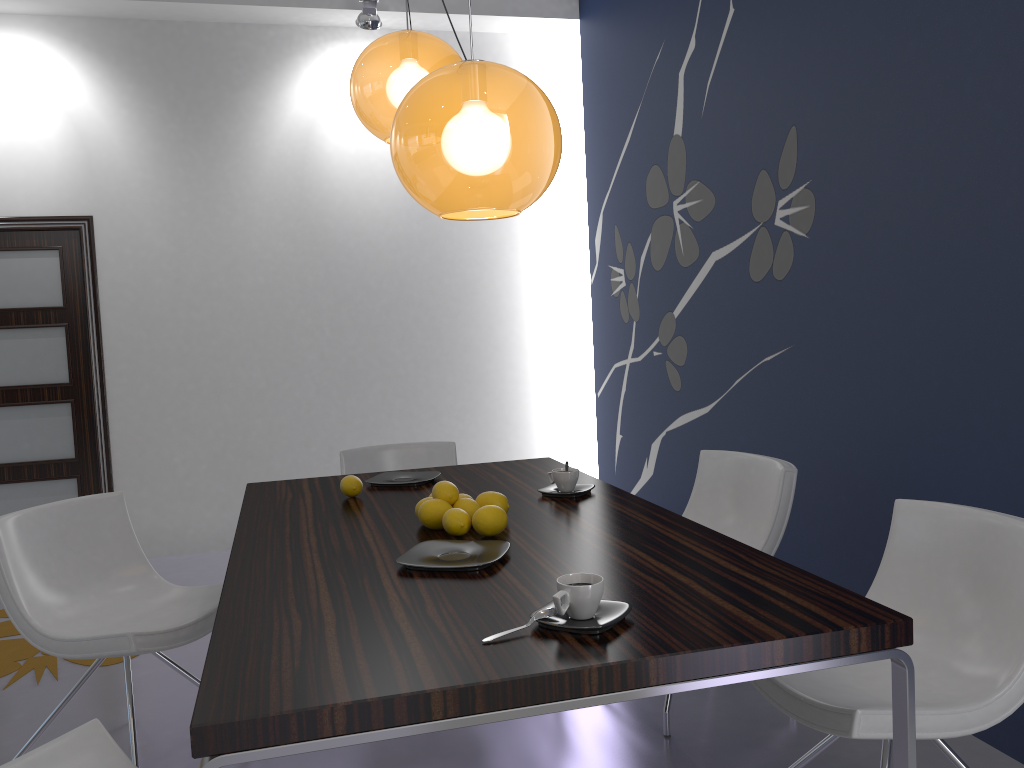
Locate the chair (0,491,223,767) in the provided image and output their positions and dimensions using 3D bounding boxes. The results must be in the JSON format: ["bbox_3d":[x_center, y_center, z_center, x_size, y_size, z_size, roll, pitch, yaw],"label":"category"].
[{"bbox_3d":[-1.207,0.774,2.725,0.620,0.805,0.508,-1,4,21],"label":"chair"}]

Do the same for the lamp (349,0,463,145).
[{"bbox_3d":[-0.330,-1.541,2.577,0.359,1.645,0.358,-3,4,-4],"label":"lamp"}]

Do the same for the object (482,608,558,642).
[{"bbox_3d":[0.016,0.398,1.474,0.155,0.028,0.032,-5,4,-33],"label":"object"}]

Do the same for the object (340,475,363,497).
[{"bbox_3d":[-0.504,0.321,2.782,0.070,0.068,0.083,-3,4,-11],"label":"object"}]

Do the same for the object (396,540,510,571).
[{"bbox_3d":[-0.128,0.381,1.968,0.232,0.020,0.232,-2,4,14],"label":"object"}]

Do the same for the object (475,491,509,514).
[{"bbox_3d":[-0.053,0.323,2.348,0.094,0.077,0.079,-1,4,29],"label":"object"}]

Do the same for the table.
[{"bbox_3d":[-0.123,0.758,2.329,1.127,0.783,2.046,-4,4,-14],"label":"table"}]

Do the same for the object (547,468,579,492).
[{"bbox_3d":[0.153,0.291,2.675,0.101,0.064,0.081,-2,4,10],"label":"object"}]

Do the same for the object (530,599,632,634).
[{"bbox_3d":[0.119,0.397,1.522,0.154,0.020,0.154,-1,4,31],"label":"object"}]

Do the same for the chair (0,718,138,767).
[{"bbox_3d":[-0.889,0.838,1.466,0.620,0.805,0.508,-6,5,-44],"label":"chair"}]

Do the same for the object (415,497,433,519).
[{"bbox_3d":[-0.219,0.335,2.355,0.070,0.068,0.083,1,5,44],"label":"object"}]

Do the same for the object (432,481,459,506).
[{"bbox_3d":[-0.174,0.289,2.325,0.070,0.068,0.083,-3,4,-11],"label":"object"}]

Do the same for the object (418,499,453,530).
[{"bbox_3d":[-0.194,0.333,2.267,0.094,0.080,0.076,-4,4,-13],"label":"object"}]

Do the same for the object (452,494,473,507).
[{"bbox_3d":[-0.137,0.329,2.376,0.070,0.068,0.083,1,5,44],"label":"object"}]

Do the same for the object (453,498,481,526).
[{"bbox_3d":[-0.116,0.332,2.296,0.069,0.071,0.081,-6,5,-37],"label":"object"}]

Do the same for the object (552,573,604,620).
[{"bbox_3d":[0.116,0.367,1.510,0.081,0.064,0.101,-2,4,11],"label":"object"}]

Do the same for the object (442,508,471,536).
[{"bbox_3d":[-0.136,0.341,2.190,0.070,0.068,0.083,-3,4,-11],"label":"object"}]

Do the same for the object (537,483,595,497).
[{"bbox_3d":[0.164,0.322,2.676,0.154,0.020,0.154,-1,4,30],"label":"object"}]

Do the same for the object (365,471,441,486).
[{"bbox_3d":[-0.371,0.325,3.029,0.232,0.020,0.232,-2,4,14],"label":"object"}]

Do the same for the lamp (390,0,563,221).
[{"bbox_3d":[-0.114,-1.337,1.796,0.358,1.974,0.359,-3,4,-9],"label":"lamp"}]

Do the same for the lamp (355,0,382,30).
[{"bbox_3d":[-0.810,-2.239,4.969,0.150,0.511,0.185,-4,4,-14],"label":"lamp"}]

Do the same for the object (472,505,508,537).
[{"bbox_3d":[-0.054,0.334,2.168,0.094,0.077,0.079,-6,5,-41],"label":"object"}]

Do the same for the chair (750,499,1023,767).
[{"bbox_3d":[0.891,0.717,2.032,0.620,0.805,0.508,-4,4,-14],"label":"chair"}]

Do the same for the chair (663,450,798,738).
[{"bbox_3d":[0.629,0.666,3.037,0.620,0.805,0.508,-4,4,-19],"label":"chair"}]

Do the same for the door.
[{"bbox_3d":[-3.287,0.089,5.143,1.764,2.061,0.220,-4,4,-14],"label":"door"}]

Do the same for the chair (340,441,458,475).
[{"bbox_3d":[-0.424,0.675,3.681,0.508,0.805,0.620,-4,4,-14],"label":"chair"}]

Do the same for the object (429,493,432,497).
[{"bbox_3d":[-0.197,0.328,2.440,0.070,0.068,0.083,-3,4,-11],"label":"object"}]
